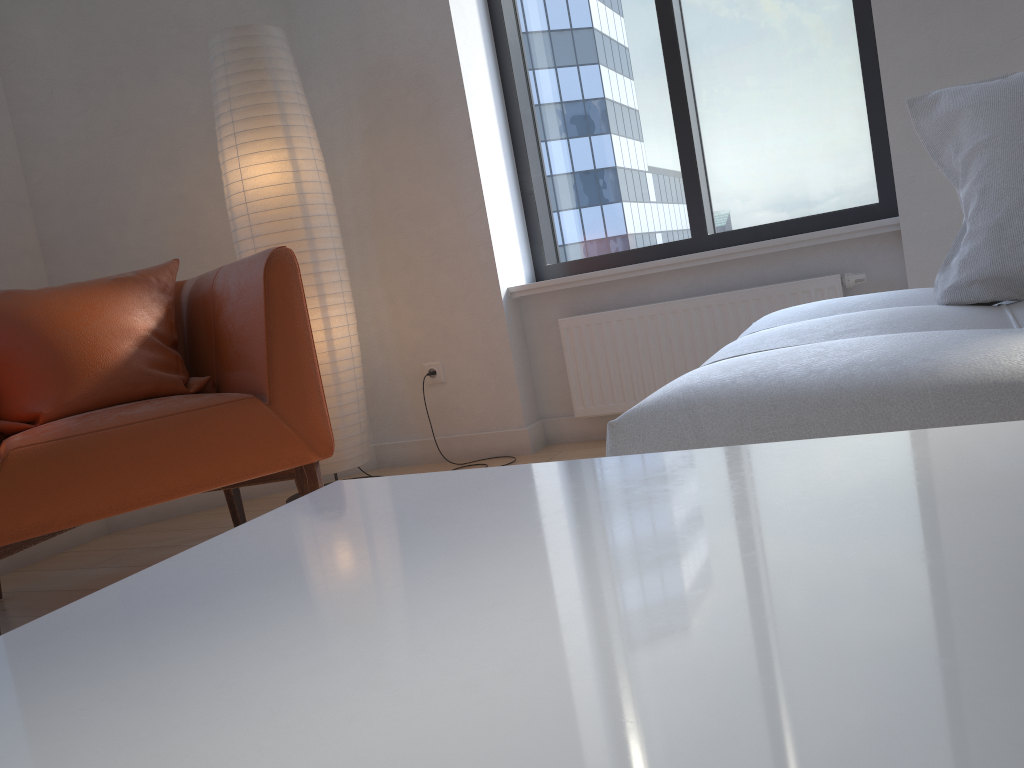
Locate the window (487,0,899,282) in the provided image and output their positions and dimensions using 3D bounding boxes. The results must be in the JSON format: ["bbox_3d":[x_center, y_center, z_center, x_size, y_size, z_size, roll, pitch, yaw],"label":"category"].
[{"bbox_3d":[0.503,-1.658,3.120,1.310,2.402,0.170,-7,7,25],"label":"window"}]

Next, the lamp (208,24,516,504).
[{"bbox_3d":[-0.500,-0.414,2.966,0.804,1.550,0.502,-12,6,-15],"label":"lamp"}]

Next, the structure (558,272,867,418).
[{"bbox_3d":[0.675,-0.069,2.972,1.015,0.460,0.110,-7,7,25],"label":"structure"}]

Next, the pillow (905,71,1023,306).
[{"bbox_3d":[1.388,-0.390,0.856,0.580,0.456,2.156,-15,8,-39],"label":"pillow"}]

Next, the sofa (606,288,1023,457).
[{"bbox_3d":[1.089,0.015,0.158,2.614,0.732,3.424,-7,7,25],"label":"sofa"}]

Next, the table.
[{"bbox_3d":[0.152,0.328,0.115,1.091,0.435,1.091,-7,7,25],"label":"table"}]

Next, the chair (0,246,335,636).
[{"bbox_3d":[-1.046,0.104,2.313,0.896,0.858,0.843,-14,7,-33],"label":"chair"}]
